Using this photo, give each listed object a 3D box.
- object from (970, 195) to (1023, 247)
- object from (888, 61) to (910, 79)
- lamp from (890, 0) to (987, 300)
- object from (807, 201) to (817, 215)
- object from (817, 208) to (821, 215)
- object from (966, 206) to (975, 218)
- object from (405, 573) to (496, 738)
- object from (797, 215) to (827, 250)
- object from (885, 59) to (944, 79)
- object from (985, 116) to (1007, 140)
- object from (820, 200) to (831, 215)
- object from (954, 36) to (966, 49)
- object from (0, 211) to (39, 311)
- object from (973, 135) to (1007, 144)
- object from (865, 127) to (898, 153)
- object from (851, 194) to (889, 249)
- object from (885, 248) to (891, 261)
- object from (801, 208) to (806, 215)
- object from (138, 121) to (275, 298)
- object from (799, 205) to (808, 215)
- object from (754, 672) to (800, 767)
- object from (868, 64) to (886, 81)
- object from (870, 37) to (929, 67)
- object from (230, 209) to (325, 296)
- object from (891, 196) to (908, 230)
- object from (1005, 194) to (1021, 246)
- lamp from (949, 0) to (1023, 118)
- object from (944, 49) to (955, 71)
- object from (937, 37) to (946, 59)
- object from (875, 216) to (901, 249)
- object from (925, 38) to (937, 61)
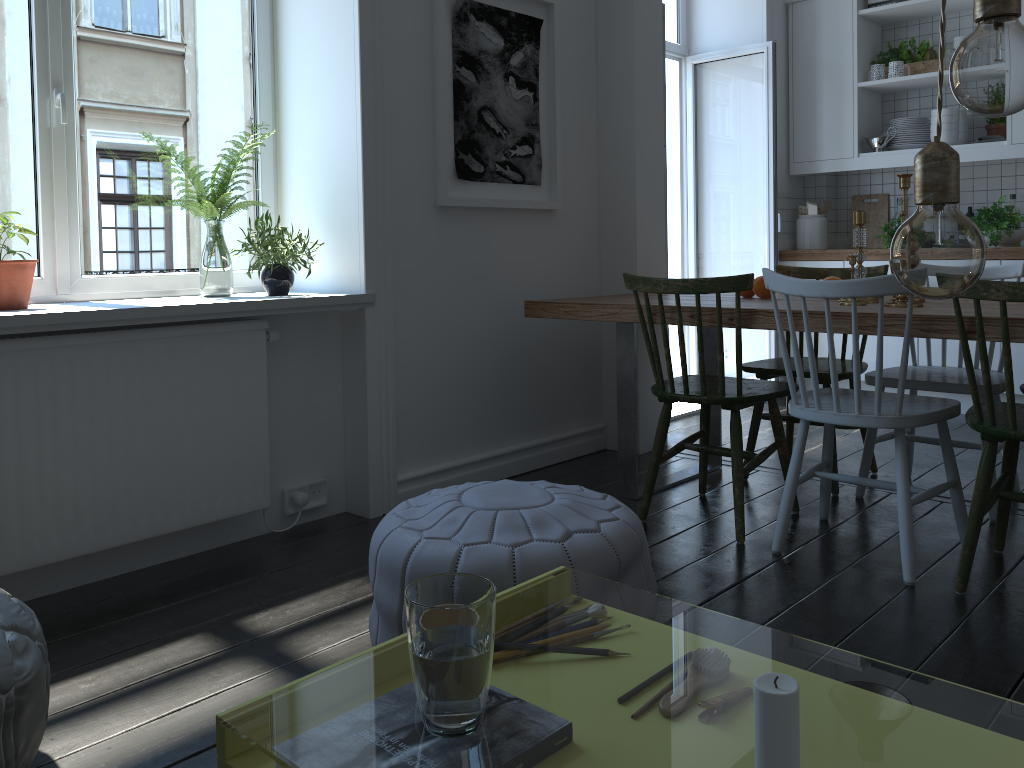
[{"bbox_3d":[2.534,-0.850,4.604,0.272,0.267,0.340,2,7,33],"label":"object"},{"bbox_3d":[2.172,-1.757,4.945,0.108,0.099,0.083,2,6,32],"label":"object"},{"bbox_3d":[0.358,-0.817,0.732,0.089,1.490,0.074,-2,2,-23],"label":"lamp"},{"bbox_3d":[1.808,-0.958,5.303,0.064,0.288,0.142,0,3,17],"label":"object"},{"bbox_3d":[1.850,-0.938,5.307,0.050,0.246,0.115,-1,3,8],"label":"object"},{"bbox_3d":[2.570,-0.881,4.940,0.085,0.229,0.086,-1,3,8],"label":"object"},{"bbox_3d":[-0.064,0.292,0.943,0.097,0.145,0.098,-1,4,4],"label":"object"},{"bbox_3d":[1.803,-0.911,5.296,0.175,0.207,0.174,-5,6,-42],"label":"object"},{"bbox_3d":[2.301,-1.779,5.059,0.394,0.102,0.154,7,10,43],"label":"object"},{"bbox_3d":[2.650,-1.470,4.780,0.171,0.364,0.166,-2,3,-10],"label":"object"},{"bbox_3d":[1.853,-0.960,5.299,0.131,0.295,0.057,0,2,22],"label":"object"},{"bbox_3d":[2.504,-1.816,4.898,0.085,0.221,0.085,-3,4,-40],"label":"object"},{"bbox_3d":[-1.380,-0.342,2.414,0.176,0.276,0.196,0,4,10],"label":"object"},{"bbox_3d":[2.554,-1.294,4.695,0.246,0.042,0.279,5,10,35],"label":"object"},{"bbox_3d":[2.087,-1.378,4.988,0.102,0.134,0.211,-4,7,-34],"label":"object"},{"bbox_3d":[2.175,-0.987,5.353,0.221,0.328,0.041,3,4,43],"label":"object"},{"bbox_3d":[2.310,-0.701,4.881,0.373,0.110,0.356,6,11,42],"label":"object"},{"bbox_3d":[1.776,-0.940,5.313,0.061,0.250,0.118,-2,3,-17],"label":"object"},{"bbox_3d":[-0.968,-0.569,2.915,0.393,0.563,0.330,-1,4,7],"label":"object"},{"bbox_3d":[1.755,-0.942,5.300,0.054,0.261,0.150,0,4,18],"label":"object"},{"bbox_3d":[0.207,0.313,0.687,0.074,0.172,0.075,-2,3,-12],"label":"object"},{"bbox_3d":[2.092,-1.770,5.040,0.083,0.099,0.109,0,6,12],"label":"object"},{"bbox_3d":[2.245,-1.872,5.108,0.348,0.253,0.164,3,6,33],"label":"object"},{"bbox_3d":[-0.779,-0.444,2.954,0.286,0.293,0.286,-6,7,-42],"label":"object"},{"bbox_3d":[2.292,-0.960,5.203,0.098,0.316,0.098,1,3,43],"label":"object"},{"bbox_3d":[2.706,-0.884,4.755,0.066,0.281,0.066,1,3,38],"label":"object"},{"bbox_3d":[0.398,-0.970,0.721,0.074,1.490,0.074,-1,2,0],"label":"lamp"},{"bbox_3d":[2.368,-1.739,4.739,0.086,0.119,0.086,-3,5,-24],"label":"object"},{"bbox_3d":[2.433,-1.844,4.974,0.056,0.232,0.056,-3,3,-44],"label":"object"},{"bbox_3d":[2.244,-0.785,4.850,0.469,0.306,0.286,1,5,16],"label":"object"},{"bbox_3d":[2.367,-1.839,4.976,0.060,0.224,0.060,0,3,26],"label":"object"}]
